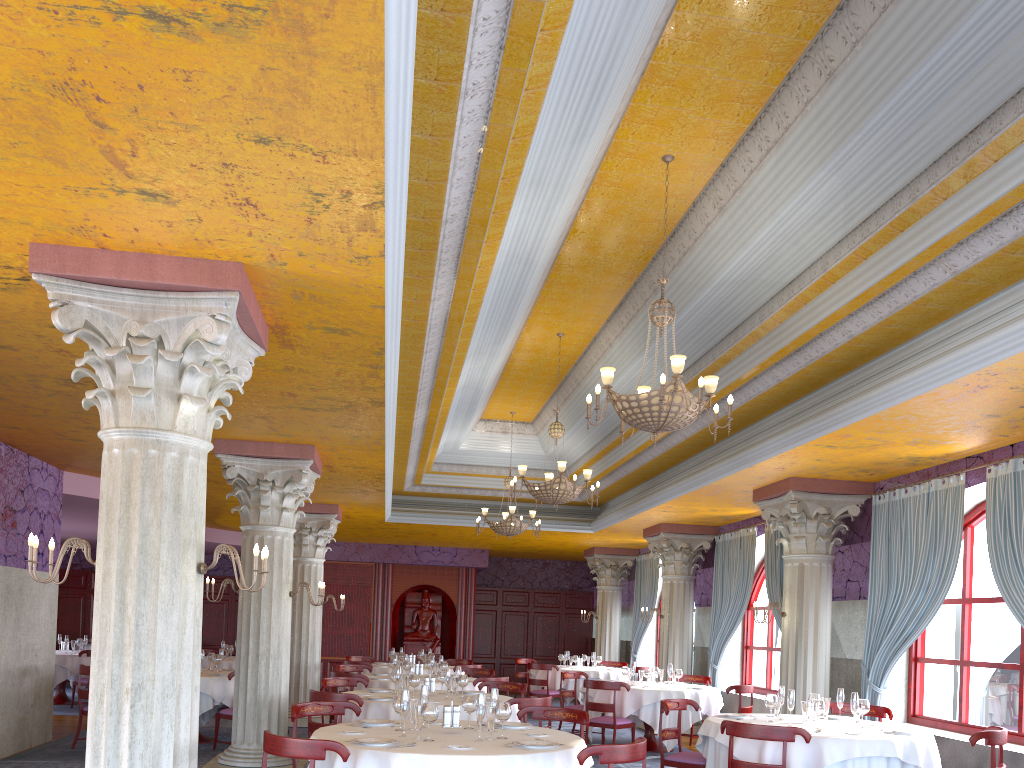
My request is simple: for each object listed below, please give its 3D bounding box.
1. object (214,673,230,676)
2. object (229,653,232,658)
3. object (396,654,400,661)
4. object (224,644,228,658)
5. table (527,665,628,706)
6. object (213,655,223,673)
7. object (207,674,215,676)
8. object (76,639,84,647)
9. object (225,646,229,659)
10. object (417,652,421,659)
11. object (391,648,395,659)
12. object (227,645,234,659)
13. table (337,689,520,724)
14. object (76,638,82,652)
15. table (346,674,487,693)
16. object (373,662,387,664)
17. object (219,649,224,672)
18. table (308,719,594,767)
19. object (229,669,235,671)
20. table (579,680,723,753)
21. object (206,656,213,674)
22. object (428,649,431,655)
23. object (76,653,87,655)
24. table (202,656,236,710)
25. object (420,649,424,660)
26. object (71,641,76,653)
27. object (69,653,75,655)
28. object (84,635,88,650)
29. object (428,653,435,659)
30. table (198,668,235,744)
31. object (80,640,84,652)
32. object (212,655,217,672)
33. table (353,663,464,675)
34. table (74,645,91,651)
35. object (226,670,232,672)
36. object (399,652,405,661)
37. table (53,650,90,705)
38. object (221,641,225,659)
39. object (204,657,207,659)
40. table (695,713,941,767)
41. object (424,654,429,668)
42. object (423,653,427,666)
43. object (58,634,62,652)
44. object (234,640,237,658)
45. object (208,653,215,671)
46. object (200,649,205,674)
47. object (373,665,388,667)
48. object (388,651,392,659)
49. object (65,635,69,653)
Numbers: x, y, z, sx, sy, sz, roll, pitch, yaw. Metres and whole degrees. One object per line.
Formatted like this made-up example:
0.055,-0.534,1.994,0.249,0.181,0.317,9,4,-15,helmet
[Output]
-3.846,3.913,11.527,0.313,0.024,0.324,4,-16,-8,object
-5.381,5.128,16.403,0.086,0.234,0.086,4,-3,-28,object
-2.052,4.983,15.454,0.086,0.234,0.086,4,-3,-28,object
-5.464,5.088,16.320,0.122,0.260,0.124,2,-4,6,object
1.368,6.306,17.569,2.082,0.935,2.163,4,-13,-7,table
-4.078,3.881,11.864,0.122,0.260,0.124,2,-4,6,object
-3.972,3.876,11.393,0.234,0.013,0.028,-10,-18,36,object
-8.053,4.891,15.965,0.122,0.260,0.124,2,-4,6,object
-5.285,4.990,15.903,0.086,0.234,0.086,4,-3,-28,object
-1.732,5.174,16.133,0.123,0.260,0.124,3,-4,-17,object
-2.159,4.951,15.524,0.074,0.331,0.075,1,-2,28,object
-5.201,4.956,15.820,0.122,0.260,0.124,2,-4,6,object
-0.941,3.923,9.436,2.082,0.935,2.163,4,-13,-7,table
-8.315,5.023,16.465,0.123,0.260,0.124,3,-4,-17,object
-1.389,4.762,12.464,2.082,0.935,2.163,4,-13,-7,table
-2.472,5.285,16.204,0.315,0.024,0.323,-7,-18,31,object
-4.148,3.941,12.211,0.074,0.331,0.075,1,-2,28,object
-0.472,3.044,6.260,2.082,0.935,2.163,4,-13,-7,table
-4.010,4.209,12.599,0.313,0.024,0.324,4,-16,-8,object
2.068,4.995,12.835,2.082,0.935,2.163,4,-13,-7,table
-4.161,3.867,11.781,0.085,0.234,0.087,1,-3,17,object
-1.539,5.103,15.980,0.074,0.331,0.075,1,-2,28,object
-7.821,4.923,15.628,0.317,0.024,0.321,10,-18,-27,object
-5.106,5.678,16.196,2.082,0.935,2.163,4,-13,-7,table
-1.621,4.948,15.442,0.074,0.331,0.075,1,-2,28,object
-8.136,4.878,15.882,0.086,0.234,0.087,2,-3,-6,object
-7.948,4.886,15.494,0.234,0.013,0.028,-10,-18,36,object
-8.123,4.951,16.312,0.074,0.331,0.074,3,-2,-17,object
-1.469,5.043,15.633,0.123,0.260,0.124,3,-4,-17,object
-4.483,4.509,11.977,2.082,0.935,2.163,4,-13,-7,table
-8.233,5.016,16.382,0.085,0.234,0.087,1,-3,17,object
-4.258,4.005,12.281,0.086,0.234,0.086,4,-3,-28,object
-1.874,5.671,15.747,2.082,0.935,2.163,4,-13,-7,table
-9.333,6.732,20.487,2.082,0.935,2.163,4,-13,-7,table
-4.101,4.162,12.419,0.140,0.010,0.030,-11,-19,38,object
-1.969,4.950,15.371,0.123,0.260,0.124,3,-4,-17,object
-8.458,5.520,16.079,2.082,0.935,2.163,4,-13,-7,table
-5.391,4.957,15.974,0.074,0.331,0.075,1,-2,28,object
-5.540,4.995,15.582,0.313,0.024,0.324,4,-16,-8,object
2.794,3.637,7.928,2.082,0.935,2.163,4,-13,-7,table
-1.553,5.029,15.550,0.085,0.234,0.087,1,-3,17,object
-1.649,5.167,16.050,0.086,0.234,0.087,2,-3,-6,object
-8.661,4.954,16.394,0.074,0.331,0.074,3,-2,-17,object
-5.309,5.112,16.512,0.074,0.331,0.075,1,-2,28,object
-4.340,4.012,12.364,0.122,0.260,0.124,2,-4,6,object
-4.229,3.786,11.673,0.074,0.331,0.075,1,-2,28,object
-2.308,4.988,15.133,0.313,0.024,0.324,4,-16,-8,object
-2.231,5.081,15.871,0.123,0.260,0.124,3,-4,-17,object
-8.205,4.796,15.774,0.074,0.331,0.074,3,-2,-17,object
